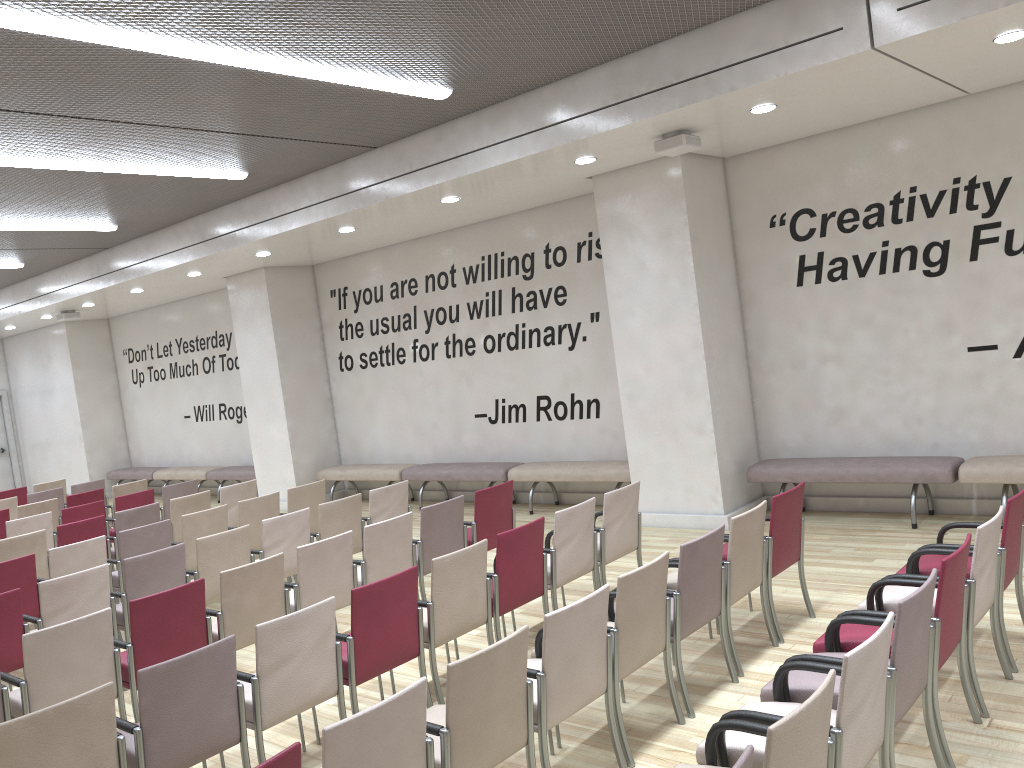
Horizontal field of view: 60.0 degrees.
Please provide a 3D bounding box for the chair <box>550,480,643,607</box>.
[{"bbox_3d":[0.618,1.181,6.439,0.640,0.890,0.513,-5,4,41],"label":"chair"}]

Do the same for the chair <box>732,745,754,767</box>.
[{"bbox_3d":[0.321,1.421,2.347,0.640,0.890,0.513,-5,4,41],"label":"chair"}]

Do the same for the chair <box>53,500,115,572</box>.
[{"bbox_3d":[-4.714,1.740,9.638,0.640,0.890,0.513,-5,4,42],"label":"chair"}]

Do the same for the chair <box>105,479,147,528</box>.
[{"bbox_3d":[-4.931,1.689,11.281,0.640,0.890,0.513,-5,4,41],"label":"chair"}]

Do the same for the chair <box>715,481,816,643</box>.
[{"bbox_3d":[1.536,1.097,5.624,0.640,0.890,0.513,-5,4,42],"label":"chair"}]

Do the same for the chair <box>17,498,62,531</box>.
[{"bbox_3d":[-5.641,1.824,10.458,0.640,0.890,0.513,-5,4,41],"label":"chair"}]

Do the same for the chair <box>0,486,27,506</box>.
[{"bbox_3d":[-7.117,1.923,12.494,0.640,0.890,0.513,-5,4,41],"label":"chair"}]

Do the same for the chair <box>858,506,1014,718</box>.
[{"bbox_3d":[2.104,1.081,4.398,0.640,0.890,0.513,-5,4,42],"label":"chair"}]

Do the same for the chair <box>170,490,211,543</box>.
[{"bbox_3d":[-3.436,1.588,9.246,0.640,0.890,0.513,-5,4,41],"label":"chair"}]

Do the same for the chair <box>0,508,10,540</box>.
[{"bbox_3d":[-5.981,1.890,10.048,0.640,0.890,0.513,-5,4,40],"label":"chair"}]

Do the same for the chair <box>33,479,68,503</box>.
[{"bbox_3d":[-6.769,1.857,12.891,0.640,0.890,0.513,-5,4,42],"label":"chair"}]

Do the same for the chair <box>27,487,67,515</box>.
[{"bbox_3d":[-6.194,1.839,11.681,0.640,0.890,0.513,-5,4,41],"label":"chair"}]

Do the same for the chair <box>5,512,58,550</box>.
[{"bbox_3d":[-5.072,1.808,9.235,0.640,0.890,0.513,-5,4,41],"label":"chair"}]

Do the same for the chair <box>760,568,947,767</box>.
[{"bbox_3d":[1.384,1.218,3.575,0.640,0.890,0.513,-5,4,41],"label":"chair"}]

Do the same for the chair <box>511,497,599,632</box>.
[{"bbox_3d":[0.258,1.249,6.027,0.640,0.890,0.513,-5,4,40],"label":"chair"}]

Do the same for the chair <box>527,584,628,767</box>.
[{"bbox_3d":[0.126,1.368,3.972,0.640,0.890,0.513,-5,4,42],"label":"chair"}]

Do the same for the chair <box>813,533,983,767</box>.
[{"bbox_3d":[1.739,1.150,3.992,0.640,0.890,0.513,-5,4,40],"label":"chair"}]

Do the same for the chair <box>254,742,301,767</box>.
[{"bbox_3d":[-0.946,1.572,2.737,0.640,0.890,0.513,-5,4,40],"label":"chair"}]

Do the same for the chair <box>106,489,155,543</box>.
[{"bbox_3d":[-4.353,1.670,10.072,0.640,0.890,0.513,-5,4,41],"label":"chair"}]

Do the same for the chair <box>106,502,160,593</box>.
[{"bbox_3d":[-3.800,1.656,8.837,0.640,0.890,0.513,-5,4,41],"label":"chair"}]

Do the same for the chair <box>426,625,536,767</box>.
[{"bbox_3d":[-0.239,1.437,3.557,0.640,0.890,0.513,-5,4,42],"label":"chair"}]

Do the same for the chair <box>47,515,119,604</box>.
[{"bbox_3d":[-4.154,1.724,8.434,0.640,0.890,0.513,-5,4,40],"label":"chair"}]

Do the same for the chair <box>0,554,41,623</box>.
[{"bbox_3d":[-3.932,1.775,6.789,0.640,0.890,0.513,-5,4,41],"label":"chair"}]

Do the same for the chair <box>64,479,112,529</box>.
[{"bbox_3d":[-5.837,1.771,12.092,0.640,0.890,0.513,-5,4,42],"label":"chair"}]

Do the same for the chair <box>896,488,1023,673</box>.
[{"bbox_3d":[2.471,1.011,4.817,0.640,0.890,0.513,-5,4,41],"label":"chair"}]

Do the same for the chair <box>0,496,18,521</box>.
[{"bbox_3d":[-6.566,1.909,11.270,0.640,0.890,0.513,-5,4,41],"label":"chair"}]

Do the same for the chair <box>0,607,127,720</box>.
[{"bbox_3d":[-2.435,1.673,4.763,0.640,0.890,0.513,-5,4,41],"label":"chair"}]

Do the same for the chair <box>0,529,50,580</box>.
[{"bbox_3d":[-4.491,1.790,8.013,0.640,0.890,0.513,-5,4,41],"label":"chair"}]

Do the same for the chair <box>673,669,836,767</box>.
[{"bbox_3d":[0.680,1.353,2.752,0.640,0.890,0.513,-5,4,42],"label":"chair"}]

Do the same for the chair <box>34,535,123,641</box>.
[{"bbox_3d":[-3.589,1.708,7.207,0.640,0.890,0.513,-5,4,40],"label":"chair"}]

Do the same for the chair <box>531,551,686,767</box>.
[{"bbox_3d":[0.464,1.302,4.381,0.640,0.890,0.513,-5,4,40],"label":"chair"}]

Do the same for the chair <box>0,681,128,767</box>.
[{"bbox_3d":[-1.873,1.657,3.545,0.640,0.890,0.513,-5,4,42],"label":"chair"}]

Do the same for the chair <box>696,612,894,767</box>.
[{"bbox_3d":[1.036,1.285,3.165,0.640,0.890,0.513,-5,4,41],"label":"chair"}]

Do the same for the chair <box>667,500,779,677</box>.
[{"bbox_3d":[1.183,1.164,5.222,0.640,0.890,0.513,-5,4,40],"label":"chair"}]

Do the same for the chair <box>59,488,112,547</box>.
[{"bbox_3d":[-5.288,1.757,10.869,0.640,0.890,0.513,-5,4,41],"label":"chair"}]

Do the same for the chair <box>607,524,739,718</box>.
[{"bbox_3d":[0.834,1.232,4.796,0.640,0.890,0.513,-5,4,42],"label":"chair"}]

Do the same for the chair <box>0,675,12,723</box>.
[{"bbox_3d":[-2.805,1.742,4.356,0.640,0.890,0.513,-5,4,41],"label":"chair"}]

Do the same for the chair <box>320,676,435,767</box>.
[{"bbox_3d":[-0.602,1.506,3.142,0.640,0.890,0.513,-5,4,41],"label":"chair"}]
